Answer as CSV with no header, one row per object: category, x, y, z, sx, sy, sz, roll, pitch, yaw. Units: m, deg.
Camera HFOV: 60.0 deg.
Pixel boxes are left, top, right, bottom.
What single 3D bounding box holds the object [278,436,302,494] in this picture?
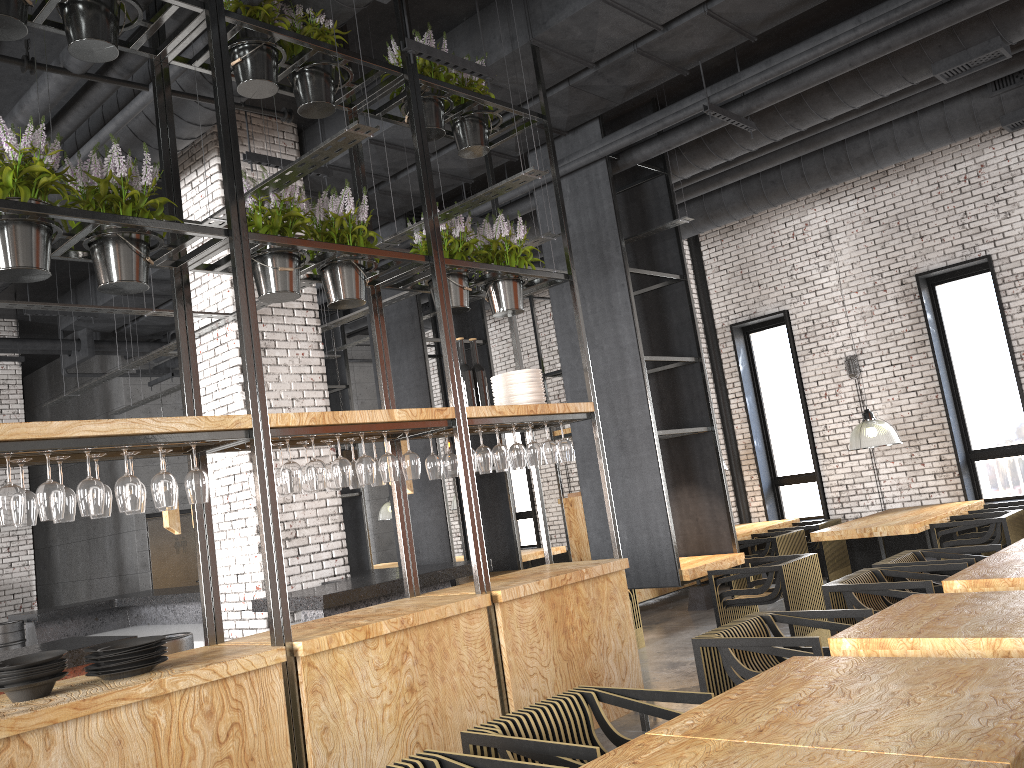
object,-1.034,0.374,4.135,0.101,0.268,0.100,-3,-10,-33

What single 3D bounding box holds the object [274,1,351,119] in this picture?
object,-1.139,-1.810,5.017,0.466,0.560,0.416,-14,-10,36

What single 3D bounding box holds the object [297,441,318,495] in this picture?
object,-1.046,0.428,4.535,0.101,0.268,0.100,-3,-10,-33

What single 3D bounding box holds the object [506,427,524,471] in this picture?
object,0.021,0.418,5.685,0.101,0.268,0.100,-9,-8,6

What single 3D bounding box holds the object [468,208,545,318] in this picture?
object,-0.060,-0.729,5.767,0.415,0.560,0.467,-14,-10,36

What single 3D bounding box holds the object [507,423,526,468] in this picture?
object,0.026,0.364,5.279,0.101,0.268,0.100,-9,-8,6

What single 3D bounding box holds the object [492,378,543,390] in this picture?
object,0.036,0.012,5.671,0.334,0.041,0.334,-10,-8,12

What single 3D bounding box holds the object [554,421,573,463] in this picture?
object,0.327,0.361,5.604,0.101,0.268,0.100,-9,-8,6

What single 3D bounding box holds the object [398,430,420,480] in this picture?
object,-0.540,0.369,4.669,0.101,0.268,0.100,-3,-10,-33

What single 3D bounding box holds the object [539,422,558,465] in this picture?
object,0.226,0.362,5.495,0.101,0.268,0.100,-9,-8,6

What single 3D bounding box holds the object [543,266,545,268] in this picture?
object,0.630,-1.322,10.806,0.416,0.560,0.466,-11,-8,16

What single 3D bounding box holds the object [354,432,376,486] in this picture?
object,-0.740,0.371,4.453,0.101,0.268,0.100,-3,-10,-33

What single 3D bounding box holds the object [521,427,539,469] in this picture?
object,0.121,0.417,5.793,0.101,0.268,0.100,-9,-8,6

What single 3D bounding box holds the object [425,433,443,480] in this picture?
object,-0.461,0.422,5.166,0.101,0.268,0.100,-7,-8,-11

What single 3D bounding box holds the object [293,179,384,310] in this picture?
object,-0.950,-0.708,4.898,0.416,0.560,0.466,-10,-8,10

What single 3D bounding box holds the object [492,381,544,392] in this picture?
object,0.040,0.031,5.667,0.334,0.043,0.334,-12,-8,26

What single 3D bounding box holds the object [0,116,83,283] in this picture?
object,-2.024,-0.712,3.626,0.467,0.560,0.415,-7,-8,-7

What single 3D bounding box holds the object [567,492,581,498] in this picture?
object,0.936,1.262,10.346,0.410,0.050,0.411,-15,-10,41

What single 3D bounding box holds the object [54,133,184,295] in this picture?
object,-1.782,-0.699,4.004,0.416,0.560,0.466,-11,-8,19

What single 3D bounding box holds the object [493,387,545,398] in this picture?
object,0.045,0.065,5.662,0.335,0.041,0.333,-5,-8,-25

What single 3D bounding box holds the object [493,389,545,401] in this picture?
object,0.048,0.084,5.660,0.334,0.039,0.334,-10,-7,9

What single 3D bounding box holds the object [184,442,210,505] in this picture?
object,-1.351,0.377,3.793,0.101,0.268,0.100,-6,-9,-17

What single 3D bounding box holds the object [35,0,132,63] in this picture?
object,-1.965,-1.804,4.114,0.466,0.560,0.416,-12,-9,21

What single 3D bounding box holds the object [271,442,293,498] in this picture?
object,-1.146,0.429,4.427,0.101,0.268,0.100,-3,-10,-33

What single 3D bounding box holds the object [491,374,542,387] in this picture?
object,0.033,-0.007,5.674,0.334,0.044,0.334,-10,-8,13

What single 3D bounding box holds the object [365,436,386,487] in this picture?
object,-0.745,0.425,4.859,0.101,0.268,0.100,-3,-10,-33

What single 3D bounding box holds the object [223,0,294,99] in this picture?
object,-1.370,-1.818,4.695,0.416,0.560,0.466,-4,-9,-28

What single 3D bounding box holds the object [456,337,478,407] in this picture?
object,-0.281,-0.046,5.346,0.098,0.472,0.098,-9,-8,5

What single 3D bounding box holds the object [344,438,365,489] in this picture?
object,-0.845,0.426,4.751,0.101,0.268,0.100,-3,-10,-33

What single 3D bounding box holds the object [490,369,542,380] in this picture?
object,0.028,-0.045,5.680,0.334,0.039,0.334,-11,-8,16

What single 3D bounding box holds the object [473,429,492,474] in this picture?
object,-0.180,0.419,5.469,0.101,0.268,0.100,-9,-8,6

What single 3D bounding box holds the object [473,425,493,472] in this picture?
object,-0.168,0.366,5.070,0.101,0.268,0.100,-7,-8,-11

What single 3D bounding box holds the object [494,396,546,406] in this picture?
object,0.054,0.123,5.654,0.334,0.037,0.334,-10,-7,8

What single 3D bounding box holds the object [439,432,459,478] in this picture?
object,-0.374,0.421,5.260,0.101,0.268,0.100,-7,-8,-11

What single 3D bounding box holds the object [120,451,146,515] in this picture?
object,-1.657,0.434,3.875,0.101,0.268,0.100,-9,-8,6

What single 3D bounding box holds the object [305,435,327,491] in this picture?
object,-0.940,0.373,4.237,0.101,0.268,0.100,-3,-10,-33

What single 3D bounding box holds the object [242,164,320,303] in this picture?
object,-1.226,-0.711,4.559,0.467,0.560,0.415,-7,-8,-9

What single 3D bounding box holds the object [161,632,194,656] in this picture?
object,-1.899,1.927,4.863,0.399,1.038,0.396,-7,-9,-12

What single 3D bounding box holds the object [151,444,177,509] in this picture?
object,-1.452,0.378,3.685,0.101,0.268,0.100,-9,-8,6

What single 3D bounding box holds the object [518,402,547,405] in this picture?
object,0.060,0.161,5.648,0.335,0.033,0.333,-3,-10,-39

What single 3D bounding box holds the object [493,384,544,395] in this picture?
object,0.043,0.050,5.665,0.335,0.039,0.333,-2,-10,-40

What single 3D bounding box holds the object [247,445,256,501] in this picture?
object,-1.240,0.430,4.325,0.101,0.268,0.100,-3,-10,-33

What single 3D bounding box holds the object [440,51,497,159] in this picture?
object,-0.299,-1.816,5.940,0.416,0.560,0.465,-5,-9,-23

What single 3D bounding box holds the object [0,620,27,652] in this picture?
object,-5.094,2.937,8.928,0.399,1.038,0.396,-7,-9,-12

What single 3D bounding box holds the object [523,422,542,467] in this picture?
object,0.126,0.363,5.387,0.101,0.268,0.100,-9,-8,6

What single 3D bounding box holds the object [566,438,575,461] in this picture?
object,0.677,0.765,10.344,0.101,0.268,0.100,-7,-8,-11

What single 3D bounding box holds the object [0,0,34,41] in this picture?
object,-2.242,-1.797,3.842,0.415,0.560,0.467,-13,-9,29

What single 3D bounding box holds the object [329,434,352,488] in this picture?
object,-0.840,0.372,4.345,0.101,0.268,0.100,-3,-10,-33

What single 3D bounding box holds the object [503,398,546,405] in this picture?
object,0.056,0.141,5.652,0.334,0.046,0.334,-12,-8,23

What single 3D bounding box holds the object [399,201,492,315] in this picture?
object,-0.407,-0.716,5.467,0.467,0.560,0.415,-2,-10,-39

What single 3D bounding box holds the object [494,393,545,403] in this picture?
object,0.051,0.103,5.656,0.334,0.040,0.334,-9,-7,6

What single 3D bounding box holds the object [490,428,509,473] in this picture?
object,-0.079,0.419,5.577,0.101,0.268,0.100,-9,-8,6

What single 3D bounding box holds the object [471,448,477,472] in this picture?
object,-0.255,0.367,4.976,0.101,0.268,0.100,-7,-8,-11

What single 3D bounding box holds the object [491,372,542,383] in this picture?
object,0.031,-0.026,5.676,0.334,0.039,0.334,-11,-8,17

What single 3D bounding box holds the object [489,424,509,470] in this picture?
object,-0.074,0.365,5.171,0.101,0.268,0.100,-9,-8,6

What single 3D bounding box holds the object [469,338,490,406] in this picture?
object,-0.208,-0.047,5.425,0.098,0.472,0.098,-9,-8,5

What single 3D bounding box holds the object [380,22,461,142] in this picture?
object,-0.555,-1.826,5.569,0.416,0.560,0.466,-11,-8,15

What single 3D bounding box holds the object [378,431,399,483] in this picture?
object,-0.640,0.370,4.561,0.101,0.268,0.100,-3,-10,-33

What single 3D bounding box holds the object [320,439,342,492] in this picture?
object,-0.946,0.427,4.643,0.101,0.268,0.100,-3,-10,-33
